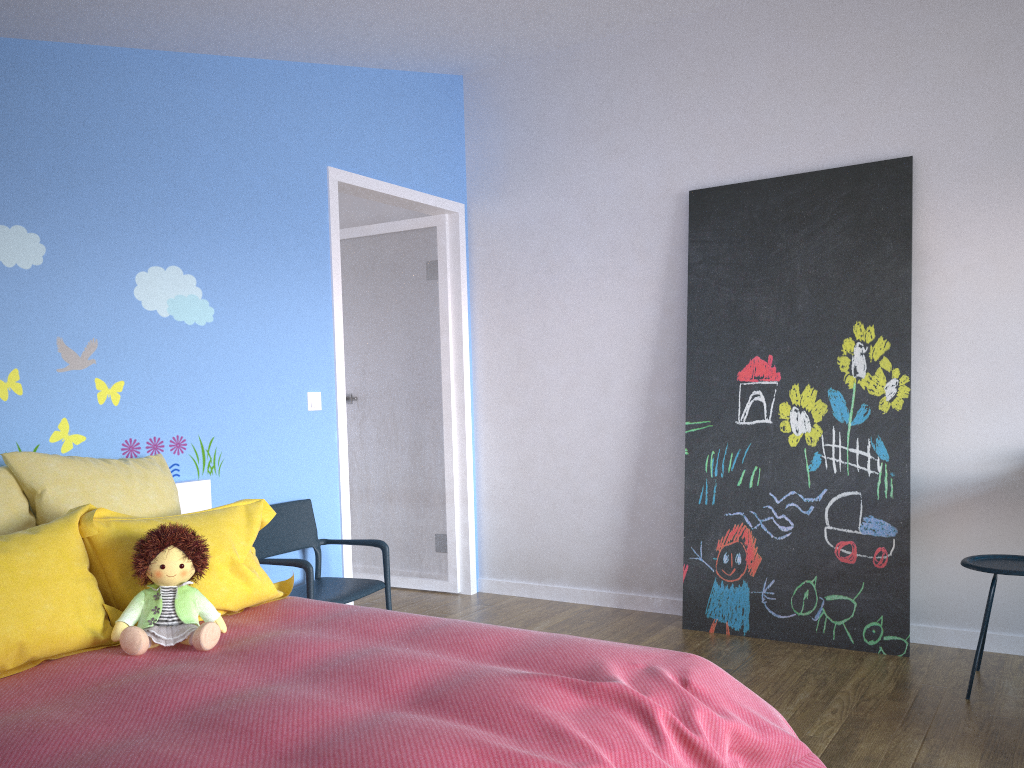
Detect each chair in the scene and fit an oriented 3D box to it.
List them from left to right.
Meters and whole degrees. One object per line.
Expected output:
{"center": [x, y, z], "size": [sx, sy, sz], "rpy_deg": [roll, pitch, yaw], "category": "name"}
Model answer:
{"center": [-0.796, 0.823, 3.549], "size": [0.416, 0.676, 0.511], "rpy_deg": [-1, 2, 29], "category": "chair"}
{"center": [1.759, 0.855, 3.112], "size": [0.325, 0.463, 0.363], "rpy_deg": [-1, 2, 33], "category": "chair"}

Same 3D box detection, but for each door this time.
{"center": [-0.924, 0.110, 4.679], "size": [0.998, 2.133, 1.031], "rpy_deg": [0, 2, 33], "category": "door"}

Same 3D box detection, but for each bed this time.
{"center": [-0.597, 0.734, 2.084], "size": [2.318, 0.813, 1.923], "rpy_deg": [-2, 0, 33], "category": "bed"}

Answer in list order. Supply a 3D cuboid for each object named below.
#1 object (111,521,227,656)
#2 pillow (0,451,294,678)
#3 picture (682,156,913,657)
{"center": [-0.901, 0.539, 2.324], "size": [0.286, 0.342, 0.251], "rpy_deg": [-2, 2, -23], "category": "object"}
{"center": [-1.275, 0.457, 2.479], "size": [0.679, 0.532, 1.343], "rpy_deg": [-1, 0, 34], "category": "pillow"}
{"center": [1.205, 0.097, 3.823], "size": [0.958, 2.023, 0.207], "rpy_deg": [0, 3, 33], "category": "picture"}
